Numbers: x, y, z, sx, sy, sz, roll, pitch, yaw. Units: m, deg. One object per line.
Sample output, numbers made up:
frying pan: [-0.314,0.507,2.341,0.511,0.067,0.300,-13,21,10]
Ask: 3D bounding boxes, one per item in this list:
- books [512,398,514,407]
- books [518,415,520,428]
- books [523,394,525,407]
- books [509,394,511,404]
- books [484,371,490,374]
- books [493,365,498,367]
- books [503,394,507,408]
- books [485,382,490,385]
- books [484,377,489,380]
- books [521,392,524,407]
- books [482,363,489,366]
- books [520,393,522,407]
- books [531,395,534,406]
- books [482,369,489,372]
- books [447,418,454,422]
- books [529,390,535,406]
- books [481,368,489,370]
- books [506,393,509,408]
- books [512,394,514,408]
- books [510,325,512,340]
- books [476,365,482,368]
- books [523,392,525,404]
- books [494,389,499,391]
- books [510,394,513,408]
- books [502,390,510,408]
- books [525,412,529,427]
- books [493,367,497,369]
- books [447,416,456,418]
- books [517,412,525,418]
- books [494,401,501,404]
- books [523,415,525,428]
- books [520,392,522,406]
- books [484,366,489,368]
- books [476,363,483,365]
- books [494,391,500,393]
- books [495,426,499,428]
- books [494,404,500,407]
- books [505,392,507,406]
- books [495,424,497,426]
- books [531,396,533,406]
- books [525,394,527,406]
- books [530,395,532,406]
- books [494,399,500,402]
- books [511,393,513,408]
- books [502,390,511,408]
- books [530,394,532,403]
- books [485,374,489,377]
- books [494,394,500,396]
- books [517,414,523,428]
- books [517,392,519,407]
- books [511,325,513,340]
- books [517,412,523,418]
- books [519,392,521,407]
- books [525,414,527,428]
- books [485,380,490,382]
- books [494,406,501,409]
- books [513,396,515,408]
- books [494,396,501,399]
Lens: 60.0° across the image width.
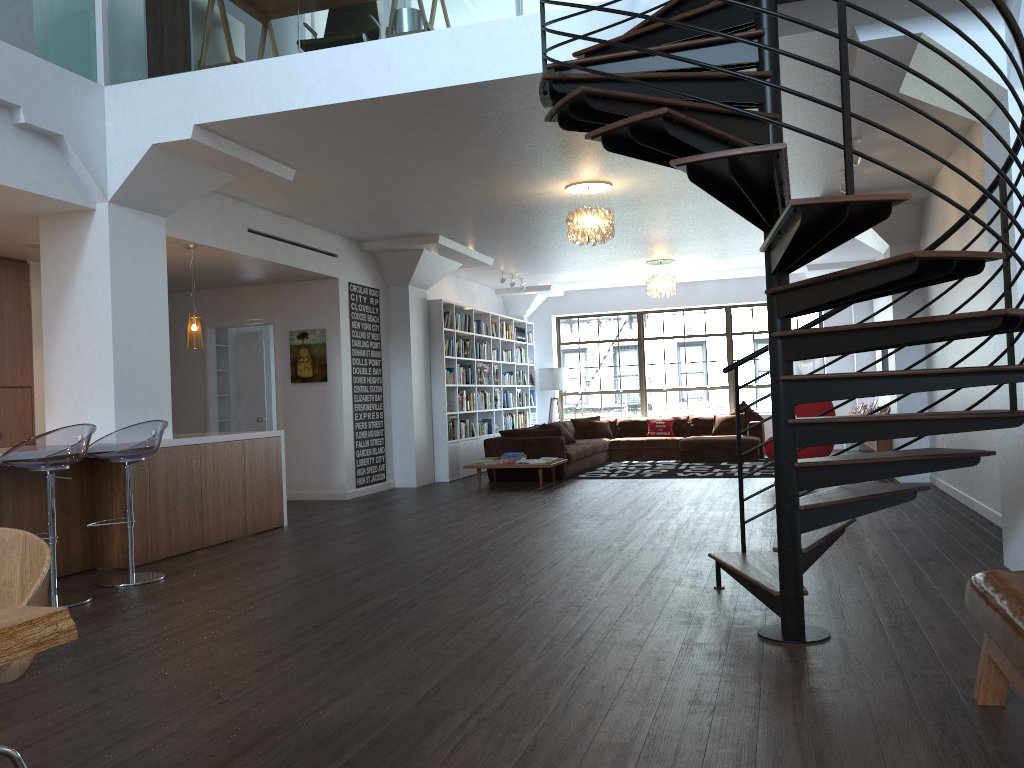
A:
books: [-0.067,0.274,14.719,0.159,0.248,0.089,-3,-1,17]
books: [0.036,0.649,15.005,0.183,0.253,0.036,-3,-1,17]
books: [0.135,0.288,15.362,0.161,0.223,0.032,-3,-1,17]
books: [-0.105,0.286,14.592,0.161,0.222,0.084,-3,-1,17]
books: [-0.459,-0.166,13.539,0.183,0.042,0.253,-3,-1,17]
books: [-0.355,-0.274,13.879,0.224,0.030,0.161,-3,-1,27]
books: [-0.186,0.273,14.298,0.174,0.243,0.085,-3,-1,17]
books: [-0.449,-0.001,13.531,0.171,0.039,0.246,-3,-1,17]
books: [-0.480,-0.078,13.534,0.180,0.042,0.259,-3,-1,17]
books: [0.110,0.273,15.301,0.183,0.253,0.042,-3,-1,17]
books: [-0.452,-0.290,13.556,0.129,0.043,0.185,-3,-1,31]
books: [0.075,0.276,15.186,0.171,0.246,0.036,-3,-1,17]
books: [0.292,0.298,15.878,0.161,0.213,0.146,-3,-1,17]
books: [-0.465,-0.201,13.547,0.161,0.033,0.223,-3,-1,17]
books: [-0.891,0.487,11.974,0.174,0.045,0.240,-2,-1,6]
books: [0.321,0.258,15.975,0.176,0.290,0.053,-3,-1,17]
books: [-0.474,-0.230,13.575,0.223,0.027,0.161,-2,-1,6]
books: [-0.157,0.269,14.379,0.182,0.253,0.098,-3,-1,17]
books: [-0.049,0.286,14.745,0.161,0.222,0.084,-3,-1,17]
books: [-0.092,-0.849,14.803,0.160,0.250,0.026,-3,-1,17]
books: [-0.563,-0.258,13.163,0.174,0.045,0.240,-3,-1,16]
books: [0.139,0.275,15.398,0.160,0.251,0.039,-3,-1,17]
books: [-0.314,0.096,13.957,0.185,0.041,0.129,-3,-1,31]
books: [-0.090,0.275,14.625,0.174,0.242,0.105,-3,-1,17]
books: [-0.144,0.252,14.484,0.197,0.290,0.136,-3,-1,17]
books: [0.198,0.633,15.553,0.176,0.290,0.053,-3,-1,17]
books: [-0.356,-0.244,13.871,0.223,0.031,0.161,-3,-1,17]
books: [-0.891,0.450,11.951,0.223,0.027,0.161,-3,-1,26]
books: [0.154,0.627,15.337,0.140,0.298,0.044,-3,-1,17]
books: [-0.324,0.301,13.989,0.259,0.040,0.180,-3,-1,17]
books: [0.123,0.653,15.293,0.189,0.247,0.057,-3,-1,17]
books: [0.083,0.274,15.222,0.160,0.251,0.036,-3,-1,17]
books: [-0.457,-0.256,13.561,0.144,0.024,0.208,-3,-1,22]
books: [-0.564,-0.295,13.140,0.223,0.027,0.161,-3,-1,26]
books: [-0.307,0.129,13.962,0.208,0.024,0.144,-3,-1,22]
books: [-0.356,0.680,13.941,0.254,0.032,0.174,-3,-1,22]
books: [-0.325,0.339,13.964,0.251,0.037,0.160,-3,-1,22]
books: [-0.181,0.268,14.338,0.182,0.255,0.077,-3,-1,17]
books: [-0.354,0.651,13.939,0.204,0.025,0.144,-3,-1,17]
books: [0.283,0.296,15.828,0.161,0.213,0.118,-3,-1,17]
books: [0.176,0.287,15.516,0.168,0.228,0.139,-3,-1,17]
books: [0.254,0.284,15.732,0.172,0.235,0.112,-3,-1,17]
books: [-0.316,0.258,13.973,0.231,0.044,0.168,-2,-1,12]
books: [-0.078,0.271,14.677,0.170,0.251,0.118,-3,-1,17]
books: [-0.122,0.251,14.543,0.176,0.293,0.125,-3,-1,17]
books: [0.266,0.293,15.793,0.161,0.218,0.101,-3,-1,17]
books: [-0.464,-0.123,13.544,0.168,0.045,0.231,-2,-1,12]
books: [-0.317,0.182,13.972,0.223,0.032,0.161,-3,-1,17]
books: [0.092,0.649,15.177,0.183,0.253,0.037,-3,-1,17]
books: [0.030,0.271,15.018,0.174,0.251,0.051,-3,-1,17]
books: [-0.080,-0.851,14.830,0.183,0.253,0.034,-3,-1,17]
books: [0.093,0.635,15.238,0.198,0.284,0.066,-3,-1,17]
books: [0.051,0.274,15.121,0.183,0.253,0.039,-3,-1,17]
books: [0.177,0.655,15.472,0.171,0.246,0.057,-3,-1,17]
books: [-0.454,-0.040,13.531,0.160,0.039,0.251,-3,-1,22]
books: [-0.322,0.376,13.960,0.246,0.038,0.171,-3,-1,17]
books: [-0.041,0.289,14.779,0.161,0.218,0.101,-3,-1,17]
books: [-0.324,0.217,13.967,0.253,0.040,0.183,-3,-1,17]
